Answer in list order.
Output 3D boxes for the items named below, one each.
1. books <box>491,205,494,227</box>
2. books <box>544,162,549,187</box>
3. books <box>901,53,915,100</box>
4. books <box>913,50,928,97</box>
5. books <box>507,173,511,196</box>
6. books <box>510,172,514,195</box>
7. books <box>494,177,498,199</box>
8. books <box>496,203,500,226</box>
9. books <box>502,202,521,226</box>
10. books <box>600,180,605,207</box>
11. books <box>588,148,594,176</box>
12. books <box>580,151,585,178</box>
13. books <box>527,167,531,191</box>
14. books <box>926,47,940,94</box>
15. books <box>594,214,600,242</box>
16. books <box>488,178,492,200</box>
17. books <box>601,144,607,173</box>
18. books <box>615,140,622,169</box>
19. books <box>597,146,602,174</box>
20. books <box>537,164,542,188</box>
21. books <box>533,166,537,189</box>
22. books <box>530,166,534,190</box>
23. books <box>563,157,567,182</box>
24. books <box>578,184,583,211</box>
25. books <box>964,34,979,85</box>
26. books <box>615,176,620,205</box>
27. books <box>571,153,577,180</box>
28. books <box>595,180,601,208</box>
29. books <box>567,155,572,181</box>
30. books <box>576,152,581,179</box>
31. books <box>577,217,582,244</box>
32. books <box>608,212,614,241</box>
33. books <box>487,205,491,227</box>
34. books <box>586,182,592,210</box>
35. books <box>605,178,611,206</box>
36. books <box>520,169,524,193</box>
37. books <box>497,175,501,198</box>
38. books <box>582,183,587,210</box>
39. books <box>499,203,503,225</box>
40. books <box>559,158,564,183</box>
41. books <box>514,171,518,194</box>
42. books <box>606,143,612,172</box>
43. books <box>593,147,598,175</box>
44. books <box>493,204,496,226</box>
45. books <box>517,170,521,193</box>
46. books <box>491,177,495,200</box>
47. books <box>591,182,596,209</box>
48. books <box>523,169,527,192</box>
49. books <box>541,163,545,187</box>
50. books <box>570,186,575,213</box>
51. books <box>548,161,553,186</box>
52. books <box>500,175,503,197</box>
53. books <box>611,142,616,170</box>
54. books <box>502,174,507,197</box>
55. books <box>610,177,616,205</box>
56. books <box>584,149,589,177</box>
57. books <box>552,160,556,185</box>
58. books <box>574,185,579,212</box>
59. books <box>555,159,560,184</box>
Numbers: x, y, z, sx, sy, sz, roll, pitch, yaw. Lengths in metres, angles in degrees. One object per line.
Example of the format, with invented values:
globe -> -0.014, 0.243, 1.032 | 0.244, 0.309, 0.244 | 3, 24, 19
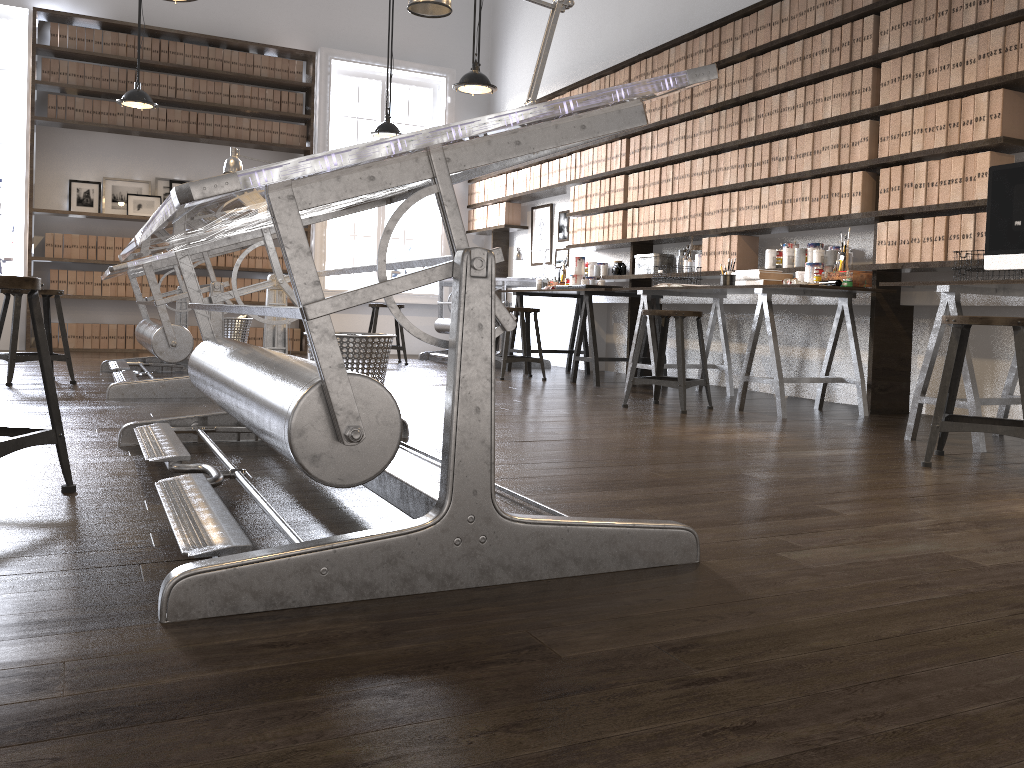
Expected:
books -> -0.124, -1.700, 9.002 | 0.174, 0.225, 0.067 | 1, 2, -26
books -> 0.384, -1.870, 7.965 | 0.174, 0.225, 0.067 | 1, 2, -26
books -> 2.065, -1.543, 4.492 | 0.174, 0.225, 0.067 | 1, 2, -26
books -> 2.099, -1.537, 4.428 | 0.174, 0.225, 0.067 | 1, 2, -26
books -> 0.042, -1.938, 8.672 | 0.174, 0.225, 0.067 | 1, 2, -26
books -> 0.076, -1.931, 8.597 | 0.174, 0.225, 0.067 | 1, 2, -26
books -> -0.083, -1.971, 8.941 | 0.174, 0.225, 0.067 | 1, 2, -26
books -> -0.070, -1.689, 8.885 | 0.174, 0.225, 0.067 | 1, 2, -26
books -> -0.004, -1.677, 8.761 | 0.174, 0.225, 0.067 | 1, 2, -26
books -> 0.801, -1.517, 7.103 | 0.174, 0.225, 0.067 | 1, 2, -26
books -> 0.720, -1.811, 7.271 | 0.174, 0.225, 0.067 | 1, 2, -26
books -> 0.664, -1.823, 7.399 | 0.174, 0.225, 0.067 | 1, 2, -26
books -> 0.229, -1.901, 8.278 | 0.174, 0.225, 0.067 | 1, 2, -26
books -> 2.133, -1.531, 4.367 | 0.174, 0.225, 0.067 | 1, 2, -26
books -> 0.761, -1.253, 7.166 | 0.174, 0.225, 0.067 | 1, 2, -26
books -> -0.152, -1.983, 9.065 | 0.174, 0.225, 0.067 | 1, 2, -26
books -> 0.807, -1.793, 7.088 | 0.174, 0.225, 0.067 | 1, 2, -26
books -> 0.899, -1.775, 6.901 | 0.174, 0.225, 0.067 | 1, 2, -26
books -> 0.782, -1.799, 7.150 | 0.174, 0.225, 0.067 | 1, 2, -26
books -> 0.319, -1.883, 8.096 | 0.174, 0.225, 0.067 | 1, 2, -26
books -> 0.292, -1.889, 8.165 | 0.174, 0.225, 0.067 | 1, 2, -26
books -> 0.261, -1.895, 8.223 | 0.174, 0.225, 0.067 | 1, 2, -26
books -> 0.532, -1.841, 7.661 | 0.174, 0.225, 0.067 | 1, 2, -26
books -> 0.648, -1.547, 7.414 | 0.174, 0.225, 0.067 | 1, 2, -26
books -> 2.222, -1.513, 4.175 | 0.174, 0.225, 0.067 | 1, 2, -26
books -> 0.897, -1.498, 6.900 | 0.174, 0.225, 0.067 | 1, 2, -26
books -> 0.595, -1.835, 7.524 | 0.174, 0.225, 0.067 | 1, 2, -26
books -> 0.766, -1.523, 7.165 | 0.174, 0.225, 0.067 | 1, 2, -26
books -> 0.562, -1.835, 7.595 | 0.174, 0.225, 0.067 | 1, 2, -26
books -> 0.630, -1.829, 7.460 | 0.174, 0.225, 0.067 | 1, 2, -26
books -> 0.638, -1.277, 7.420 | 0.174, 0.225, 0.067 | 1, 2, -26
books -> 0.852, -1.235, 6.979 | 0.174, 0.225, 0.067 | 1, 2, -26
books -> -0.157, -1.706, 9.067 | 0.174, 0.225, 0.067 | 1, 2, -26
books -> 0.708, -1.536, 7.294 | 0.174, 0.225, 0.067 | 1, 2, -26
books -> 0.828, -1.511, 7.033 | 0.174, 0.225, 0.067 | 1, 2, -26
books -> 0.170, -1.913, 8.410 | 0.174, 0.225, 0.067 | 1, 2, -26
books -> -0.055, -1.965, 8.877 | 0.174, 0.225, 0.067 | 1, 2, -26
books -> 0.673, -1.541, 7.352 | 0.174, 0.225, 0.067 | 1, 2, -26
books -> -0.033, -1.683, 8.825 | 0.174, 0.225, 0.067 | 1, 2, -26
books -> 0.506, -1.847, 7.718 | 0.174, 0.225, 0.067 | 1, 2, -26
books -> 0.111, -1.925, 8.536 | 0.174, 0.225, 0.067 | 1, 2, -26
books -> 0.841, -1.788, 7.030 | 0.174, 0.225, 0.067 | 1, 2, -26
books -> 0.753, -1.805, 7.206 | 0.174, 0.225, 0.067 | 1, 2, -26
books -> -0.095, -1.694, 8.947 | 0.174, 0.225, 0.067 | 1, 2, -26
books -> 0.143, -1.919, 8.474 | 0.174, 0.225, 0.067 | 1, 2, -26
books -> -0.117, -1.977, 9.002 | 0.174, 0.225, 0.067 | 1, 2, -26
books -> 0.738, -1.530, 7.230 | 0.174, 0.225, 0.067 | 1, 2, -26
books -> 0.198, -1.907, 8.343 | 0.174, 0.225, 0.067 | 1, 2, -26
books -> 0.357, -1.877, 8.031 | 0.174, 0.225, 0.067 | 1, 2, -26
books -> 0.586, -1.559, 7.534 | 0.174, 0.225, 0.067 | 1, 2, -26
books -> 0.418, -1.864, 7.903 | 0.174, 0.225, 0.067 | 1, 2, -26
books -> -0.023, -1.959, 8.809 | 0.174, 0.225, 0.067 | 1, 2, -26
books -> 0.872, -1.781, 6.966 | 0.174, 0.225, 0.067 | 1, 2, -26
books -> 0.001, -1.953, 8.750 | 0.174, 0.225, 0.067 | 1, 2, -26
books -> 0.866, -1.504, 6.969 | 0.174, 0.225, 0.067 | 1, 2, -26
books -> 0.693, -1.817, 7.335 | 0.174, 0.225, 0.067 | 1, 2, -26
books -> 0.449, -1.858, 7.839 | 0.174, 0.225, 0.067 | 1, 2, -26
books -> 0.619, -1.553, 7.470 | 0.174, 0.225, 0.067 | 1, 2, -26
books -> 0.473, -1.852, 7.776 | 0.174, 0.225, 0.067 | 1, 2, -26
